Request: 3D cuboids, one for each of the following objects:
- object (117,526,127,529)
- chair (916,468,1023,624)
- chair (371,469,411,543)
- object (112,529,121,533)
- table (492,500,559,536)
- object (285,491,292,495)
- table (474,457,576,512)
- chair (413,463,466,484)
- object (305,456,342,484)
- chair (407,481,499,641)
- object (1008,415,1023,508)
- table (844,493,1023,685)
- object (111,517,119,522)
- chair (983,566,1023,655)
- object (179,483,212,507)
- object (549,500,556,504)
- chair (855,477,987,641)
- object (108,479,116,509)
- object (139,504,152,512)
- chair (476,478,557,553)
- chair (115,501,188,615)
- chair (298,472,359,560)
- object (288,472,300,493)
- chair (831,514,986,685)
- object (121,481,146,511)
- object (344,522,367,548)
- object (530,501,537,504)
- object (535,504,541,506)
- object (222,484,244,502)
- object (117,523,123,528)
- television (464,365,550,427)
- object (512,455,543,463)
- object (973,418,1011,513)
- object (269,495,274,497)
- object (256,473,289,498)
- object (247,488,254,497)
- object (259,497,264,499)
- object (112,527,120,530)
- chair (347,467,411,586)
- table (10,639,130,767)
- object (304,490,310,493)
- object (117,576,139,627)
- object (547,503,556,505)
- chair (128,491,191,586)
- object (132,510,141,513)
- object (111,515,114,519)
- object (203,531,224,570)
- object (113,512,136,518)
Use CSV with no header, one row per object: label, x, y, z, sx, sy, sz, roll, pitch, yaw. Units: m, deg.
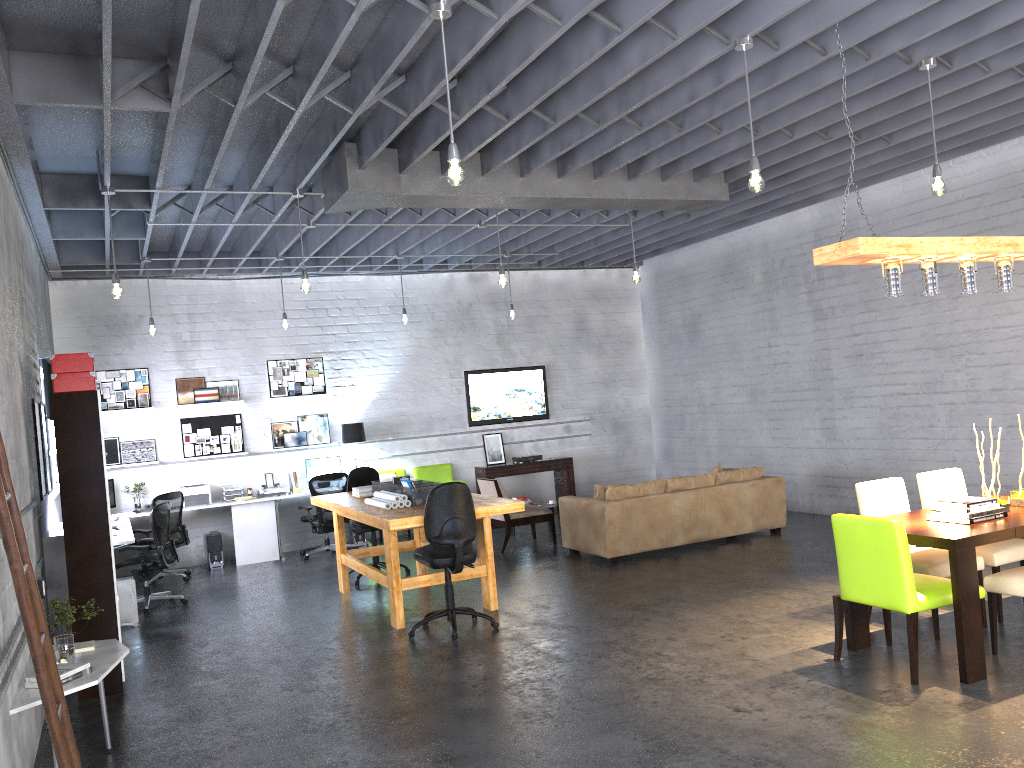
object,-3.965,1.460,8.980,0.119,0.016,0.119,-5,-1,-7
chair,3.233,1.085,6.149,0.490,0.959,0.616,-5,0,-25
chair,-1.624,1.646,12.088,0.611,0.920,0.516,-5,0,-25
object,-3.888,1.440,8.596,0.180,0.028,0.422,-4,-1,-35
table,0.261,1.787,11.910,0.872,0.300,0.873,-5,-1,-21
object,-2.849,1.388,11.307,0.095,0.050,0.095,-6,-1,34
table,0.211,1.551,12.993,1.409,0.820,0.404,-5,0,-25
chair,-0.995,1.595,12.377,0.611,0.920,0.516,-5,0,-25
object,-2.501,1.181,11.771,0.465,0.417,0.212,-5,0,-20
chair,-0.540,1.330,6.871,0.658,1.164,0.687,-5,0,-26
object,3.257,0.479,5.611,0.180,0.583,0.156,-5,0,-25
table,3.046,1.180,5.511,1.799,0.780,0.854,-5,-1,-25
object,-4.311,1.386,9.119,0.485,0.230,0.420,-5,-1,-25
chair,3.103,1.076,5.023,0.490,0.959,0.616,-5,0,-25
object,-3.969,1.390,11.112,0.350,0.235,0.351,-5,-1,-25
object,0.536,1.580,11.870,0.077,0.052,0.080,-5,-1,24
chair,2.701,1.128,5.905,0.490,0.959,0.616,-5,0,-25
object,-4.940,1.369,10.512,0.147,0.427,0.559,-5,-1,12
object,-4.289,1.488,10.708,0.412,0.081,0.279,-6,-1,35
chair,0.044,1.509,10.568,0.724,0.842,0.575,-5,0,-25
chair,-3.654,1.708,8.804,0.752,1.031,0.732,-5,0,-21
chair,-2.381,1.640,11.160,0.753,1.031,0.731,-5,-1,34
object,-2.852,1.289,11.607,0.087,0.259,0.237,-5,-1,-25
chair,2.286,1.188,5.187,0.608,0.908,0.637,-5,0,-25
object,-4.599,1.377,10.861,0.271,0.363,0.297,-5,-1,20
object,-2.076,1.935,11.738,0.180,0.411,0.476,-5,-1,-25
object,0.285,1.618,12.136,0.151,0.040,0.151,-5,-1,-7
object,0.316,1.613,11.761,0.137,0.031,0.137,-5,-1,1
object,-3.558,1.385,11.293,0.229,0.180,0.316,-5,-1,-25
object,-3.963,1.436,8.987,0.062,0.049,0.078,-6,-1,36
television,-0.065,0.171,13.106,1.323,0.816,0.021,-5,0,-25
object,0.225,1.097,13.007,0.370,0.082,0.266,-5,-1,-25
object,2.936,0.505,5.463,0.156,0.583,0.185,-5,0,-25
object,-3.057,1.423,11.248,0.011,0.011,0.125,-5,-1,14
object,-3.130,1.301,11.486,0.405,0.280,0.400,-5,-1,-25
object,-3.375,1.399,11.423,0.093,0.116,0.067,-5,0,-25
object,-3.147,1.433,11.131,0.008,0.007,0.141,-5,-1,10
object,-3.988,1.450,8.874,0.114,0.036,0.058,-4,-1,-35
chair,-1.431,1.453,9.283,0.658,1.164,0.687,-5,0,-26
table,-2.296,1.763,4.732,0.517,0.532,1.337,-5,-1,-25
object,-2.466,1.368,11.463,0.421,0.028,0.181,-4,-1,-30
object,-3.686,2.009,8.102,0.478,0.411,0.200,-5,0,-25
object,0.537,1.603,11.868,0.131,0.016,0.131,-5,-1,-18
chair,-4.099,1.774,10.202,0.753,1.031,0.732,-5,0,-1
object,-4.506,1.529,10.626,0.114,0.036,0.058,-5,-1,15
object,-4.550,1.514,10.031,0.130,0.049,0.130,-5,-1,-8
object,-3.727,2.068,11.066,0.180,0.411,0.476,-5,-1,-25
object,-4.622,1.538,10.364,0.181,0.028,0.422,-6,-1,25
